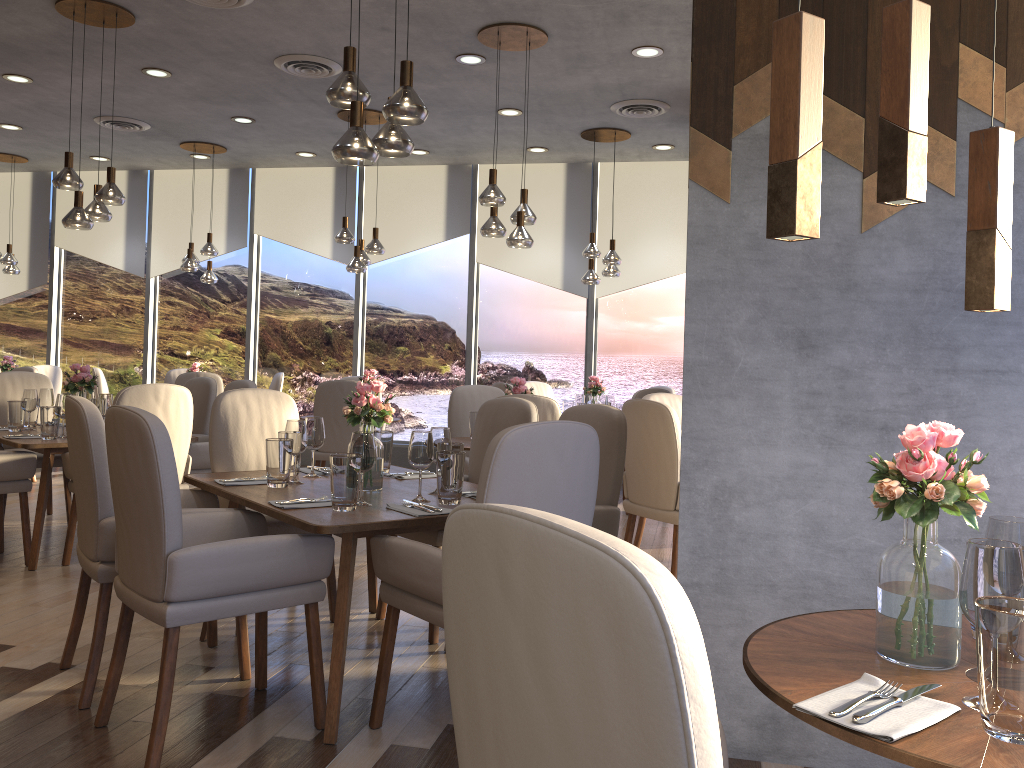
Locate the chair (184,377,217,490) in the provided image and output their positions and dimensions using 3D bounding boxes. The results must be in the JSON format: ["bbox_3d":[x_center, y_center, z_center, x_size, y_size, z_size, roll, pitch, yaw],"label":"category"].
[{"bbox_3d":[-2.342,0.448,5.967,0.528,1.000,0.599,2,0,43],"label":"chair"}]

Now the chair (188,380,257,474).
[{"bbox_3d":[-1.950,0.469,5.559,0.599,1.000,0.528,2,0,-42],"label":"chair"}]

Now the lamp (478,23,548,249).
[{"bbox_3d":[-0.016,-1.503,5.518,0.439,1.326,0.439,2,0,19],"label":"lamp"}]

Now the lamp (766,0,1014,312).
[{"bbox_3d":[0.823,-1.087,1.484,1.160,1.932,0.118,2,-1,-33],"label":"lamp"}]

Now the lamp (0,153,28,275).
[{"bbox_3d":[-5.437,-1.760,9.462,0.439,1.326,0.439,2,0,11],"label":"lamp"}]

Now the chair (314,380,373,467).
[{"bbox_3d":[-1.288,0.462,6.815,0.528,1.000,0.600,2,0,-7],"label":"chair"}]

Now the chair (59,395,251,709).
[{"bbox_3d":[-1.283,0.542,3.178,0.599,1.000,0.528,2,0,-35],"label":"chair"}]

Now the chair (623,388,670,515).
[{"bbox_3d":[0.971,0.523,7.279,0.528,1.000,0.600,2,0,-34],"label":"chair"}]

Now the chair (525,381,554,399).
[{"bbox_3d":[0.341,0.482,8.254,0.528,1.000,0.600,2,0,-35],"label":"chair"}]

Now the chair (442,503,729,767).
[{"bbox_3d":[0.228,0.636,1.090,0.599,1.000,0.528,2,0,-35],"label":"chair"}]

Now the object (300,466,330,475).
[{"bbox_3d":[-0.812,0.367,3.782,0.157,0.019,0.255,1,1,-33],"label":"object"}]

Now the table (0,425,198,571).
[{"bbox_3d":[-2.618,0.619,5.297,0.964,0.666,1.308,1,1,-45],"label":"table"}]

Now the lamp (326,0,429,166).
[{"bbox_3d":[-0.496,-1.471,3.345,0.439,1.326,0.439,2,0,-3],"label":"lamp"}]

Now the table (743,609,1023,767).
[{"bbox_3d":[0.796,0.813,1.442,0.834,0.662,0.834,2,1,3],"label":"table"}]

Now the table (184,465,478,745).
[{"bbox_3d":[-0.576,0.726,3.344,0.964,0.666,1.308,1,1,-37],"label":"table"}]

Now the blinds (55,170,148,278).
[{"bbox_3d":[-4.657,-2.543,10.080,1.173,2.682,0.007,2,-1,12],"label":"blinds"}]

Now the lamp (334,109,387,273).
[{"bbox_3d":[-1.261,-1.584,7.427,0.439,1.326,0.439,2,0,14],"label":"lamp"}]

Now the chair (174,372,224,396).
[{"bbox_3d":[-2.904,0.383,8.122,0.528,1.000,0.600,2,0,-25],"label":"chair"}]

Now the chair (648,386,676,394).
[{"bbox_3d":[1.145,0.511,8.071,0.599,1.000,0.528,2,0,-30],"label":"chair"}]

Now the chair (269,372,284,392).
[{"bbox_3d":[-2.609,0.375,8.877,0.599,1.000,0.528,2,0,-21],"label":"chair"}]

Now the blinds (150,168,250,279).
[{"bbox_3d":[-3.438,-2.499,9.819,1.173,2.682,0.007,2,-1,12],"label":"blinds"}]

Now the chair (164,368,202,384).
[{"bbox_3d":[-3.374,0.344,9.184,0.528,1.000,0.600,2,0,-26],"label":"chair"}]

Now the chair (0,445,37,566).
[{"bbox_3d":[-2.892,0.460,4.642,0.528,1.000,0.599,2,0,41],"label":"chair"}]

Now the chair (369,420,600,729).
[{"bbox_3d":[-0.073,0.591,2.701,0.528,1.000,0.600,2,0,-40],"label":"chair"}]

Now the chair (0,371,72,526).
[{"bbox_3d":[-3.216,0.422,5.881,0.528,1.000,0.600,2,0,-42],"label":"chair"}]

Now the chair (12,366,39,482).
[{"bbox_3d":[-4.446,0.345,7.610,0.528,1.000,0.599,2,0,31],"label":"chair"}]

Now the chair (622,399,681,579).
[{"bbox_3d":[0.885,0.579,4.596,0.599,1.000,0.528,2,0,-31],"label":"chair"}]

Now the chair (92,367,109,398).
[{"bbox_3d":[-3.697,0.350,8.472,0.599,1.000,0.528,2,0,-22],"label":"chair"}]

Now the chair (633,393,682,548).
[{"bbox_3d":[1.093,0.566,5.473,0.528,1.000,0.600,2,0,-28],"label":"chair"}]

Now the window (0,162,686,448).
[{"bbox_3d":[-0.047,-0.835,6.246,8.056,3.200,16.129,1,1,-33],"label":"window"}]

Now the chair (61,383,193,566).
[{"bbox_3d":[-2.027,0.485,4.710,0.600,1.000,0.528,2,0,43],"label":"chair"}]

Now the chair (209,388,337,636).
[{"bbox_3d":[-1.092,0.530,4.004,0.528,1.000,0.600,2,0,-35],"label":"chair"}]

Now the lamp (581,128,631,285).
[{"bbox_3d":[0.803,-1.527,7.777,0.439,1.326,0.439,2,0,-21],"label":"lamp"}]

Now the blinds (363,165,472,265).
[{"bbox_3d":[-0.979,-2.555,9.297,1.173,2.682,0.007,2,-1,12],"label":"blinds"}]

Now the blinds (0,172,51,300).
[{"bbox_3d":[-5.892,-2.151,10.336,1.173,2.682,0.007,2,-1,12],"label":"blinds"}]

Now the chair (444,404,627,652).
[{"bbox_3d":[0.115,0.579,3.520,0.599,1.000,0.528,2,0,-35],"label":"chair"}]

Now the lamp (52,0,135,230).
[{"bbox_3d":[-2.529,-1.578,5.335,0.439,1.326,0.439,2,0,17],"label":"lamp"}]

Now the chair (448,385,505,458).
[{"bbox_3d":[-0.202,0.513,6.043,0.528,1.000,0.600,2,0,-12],"label":"chair"}]

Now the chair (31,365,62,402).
[{"bbox_3d":[-5.026,0.293,9.176,0.600,1.000,0.528,2,0,26],"label":"chair"}]

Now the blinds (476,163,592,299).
[{"bbox_3d":[0.232,-2.214,9.033,1.173,2.682,0.007,2,-1,12],"label":"blinds"}]

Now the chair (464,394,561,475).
[{"bbox_3d":[0.001,0.545,4.900,0.528,1.000,0.600,2,0,-11],"label":"chair"}]

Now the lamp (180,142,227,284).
[{"bbox_3d":[-3.060,-1.670,8.724,0.439,1.326,0.439,2,0,5],"label":"lamp"}]

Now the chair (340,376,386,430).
[{"bbox_3d":[-1.403,0.433,7.970,0.528,1.000,0.600,2,0,-7],"label":"chair"}]

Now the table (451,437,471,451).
[{"bbox_3d":[-0.112,0.696,5.486,0.833,0.662,0.834,2,1,-14],"label":"table"}]

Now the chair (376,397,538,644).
[{"bbox_3d":[-0.223,0.558,3.973,0.599,1.000,0.528,2,0,-40],"label":"chair"}]

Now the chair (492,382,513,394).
[{"bbox_3d":[0.134,0.492,7.500,0.599,1.000,0.528,2,0,-31],"label":"chair"}]

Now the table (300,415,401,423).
[{"bbox_3d":[-1.352,0.615,7.385,0.833,0.662,0.834,2,1,-28],"label":"table"}]

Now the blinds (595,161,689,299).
[{"bbox_3d":[1.452,-2.170,8.773,1.173,2.682,0.007,2,-1,12],"label":"blinds"}]

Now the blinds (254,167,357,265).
[{"bbox_3d":[-2.214,-2.600,9.561,1.173,2.682,0.007,2,-1,12],"label":"blinds"}]

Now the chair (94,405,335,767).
[{"bbox_3d":[-0.926,0.563,2.734,0.599,1.000,0.528,2,0,-42],"label":"chair"}]
